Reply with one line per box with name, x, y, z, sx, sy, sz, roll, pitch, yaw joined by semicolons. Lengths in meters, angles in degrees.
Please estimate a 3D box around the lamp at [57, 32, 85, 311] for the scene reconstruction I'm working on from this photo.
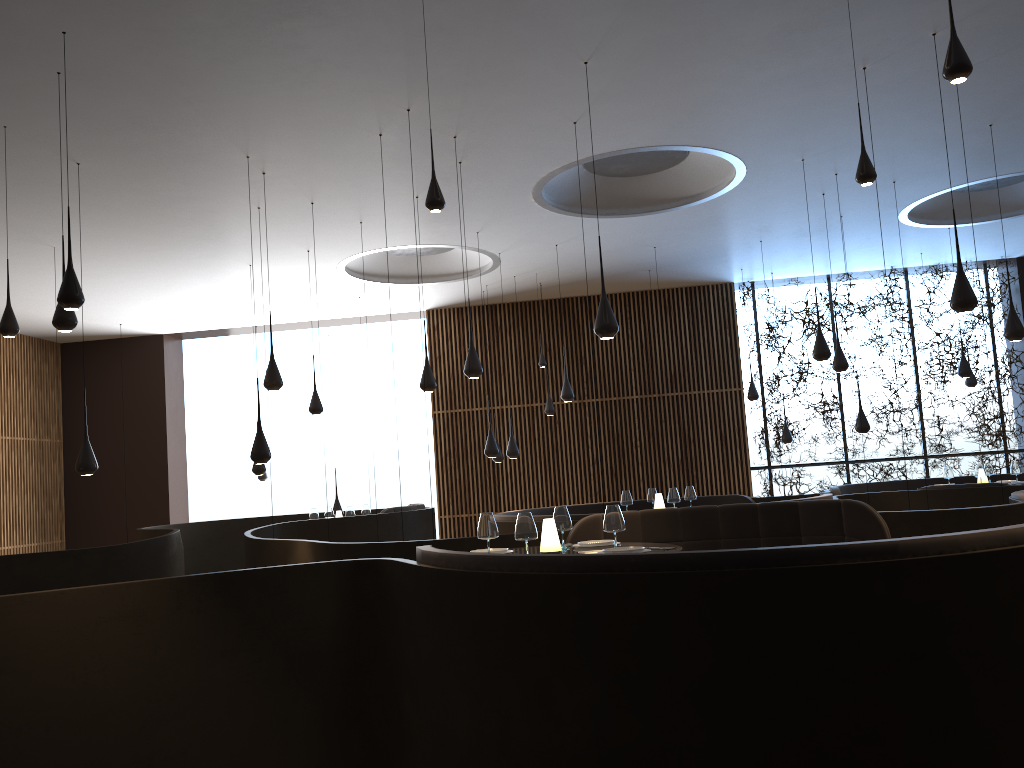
lamp;-2.356;-1.139;4.699;0.133;1.505;0.133;-3;-5;-9

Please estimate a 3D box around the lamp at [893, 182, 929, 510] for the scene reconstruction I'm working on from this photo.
lamp;4.817;0.680;10.428;0.196;6.262;0.196;-8;-6;41

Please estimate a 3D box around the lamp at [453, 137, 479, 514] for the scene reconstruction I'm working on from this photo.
lamp;-0.331;0.775;8.140;0.196;6.262;0.196;-7;-6;31

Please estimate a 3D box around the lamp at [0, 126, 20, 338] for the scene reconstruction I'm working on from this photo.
lamp;-3.522;-1.069;6.185;0.132;1.496;0.132;-5;-5;11

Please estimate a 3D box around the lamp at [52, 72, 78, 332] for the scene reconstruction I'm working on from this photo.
lamp;-2.950;-1.203;5.812;0.153;1.733;0.153;-1;-5;-28

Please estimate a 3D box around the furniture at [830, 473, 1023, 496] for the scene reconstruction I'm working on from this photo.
furniture;6.438;1.801;11.992;3.789;1.045;3.894;-2;-6;-17

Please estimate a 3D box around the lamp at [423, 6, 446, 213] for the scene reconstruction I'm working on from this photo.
lamp;-0.544;-1.866;5.802;0.133;1.505;0.133;-4;-5;1

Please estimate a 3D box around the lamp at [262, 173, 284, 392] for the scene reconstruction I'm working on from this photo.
lamp;-2.445;-1.033;8.909;0.196;2.219;0.196;-8;-6;41

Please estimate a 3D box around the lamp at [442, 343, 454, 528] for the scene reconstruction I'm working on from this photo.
lamp;-1.022;2.282;15.334;0.196;6.262;0.196;-2;-5;-19

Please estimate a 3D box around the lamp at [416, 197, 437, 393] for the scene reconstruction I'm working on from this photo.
lamp;-1.003;-1.014;9.966;0.196;2.219;0.196;-5;-5;11

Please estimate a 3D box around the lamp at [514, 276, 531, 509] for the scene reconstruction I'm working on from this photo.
lamp;0.254;1.381;14.008;0.196;6.262;0.196;-7;-6;34

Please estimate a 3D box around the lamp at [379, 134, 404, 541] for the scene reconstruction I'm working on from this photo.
lamp;-1.011;0.802;7.973;0.196;6.262;0.196;-3;-5;-9

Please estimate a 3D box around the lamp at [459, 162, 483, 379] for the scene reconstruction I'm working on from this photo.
lamp;-0.456;-1.162;8.984;0.196;2.219;0.196;-4;-5;1

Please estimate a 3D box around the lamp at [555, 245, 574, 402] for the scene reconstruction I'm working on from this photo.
lamp;0.704;-0.857;12.437;0.196;2.219;0.196;-4;-5;1

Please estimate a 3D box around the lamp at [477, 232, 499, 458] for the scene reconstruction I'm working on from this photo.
lamp;-0.353;-0.521;11.527;0.196;2.955;0.196;-1;-5;-28

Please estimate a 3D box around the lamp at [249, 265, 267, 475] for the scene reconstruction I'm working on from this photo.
lamp;-3.595;-0.208;12.392;0.196;2.955;0.196;-8;-6;41

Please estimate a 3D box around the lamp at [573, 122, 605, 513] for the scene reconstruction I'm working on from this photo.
lamp;0.796;0.683;7.995;0.196;6.262;0.196;-8;-6;41

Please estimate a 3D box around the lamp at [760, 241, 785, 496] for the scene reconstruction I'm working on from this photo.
lamp;3.890;1.008;12.841;0.196;6.262;0.196;0;-6;-39

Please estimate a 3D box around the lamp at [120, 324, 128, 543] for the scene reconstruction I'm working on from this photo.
lamp;-5.255;2.279;12.121;0.196;6.262;0.196;-6;-5;21

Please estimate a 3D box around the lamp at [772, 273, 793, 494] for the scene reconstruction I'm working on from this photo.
lamp;4.711;1.199;15.075;0.196;6.262;0.196;-7;-6;31

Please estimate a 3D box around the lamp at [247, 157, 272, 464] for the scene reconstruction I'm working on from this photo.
lamp;-2.448;-0.721;8.428;0.196;2.955;0.196;-5;-5;11

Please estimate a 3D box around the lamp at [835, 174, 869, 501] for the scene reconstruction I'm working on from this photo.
lamp;3.958;0.690;9.991;0.196;6.262;0.196;-8;-6;41

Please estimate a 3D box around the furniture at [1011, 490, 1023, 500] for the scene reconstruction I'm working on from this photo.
furniture;5.092;1.446;7.855;2.531;1.045;0.902;2;-8;-42

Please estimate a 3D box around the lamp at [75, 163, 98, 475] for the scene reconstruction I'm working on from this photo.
lamp;-4.026;-0.627;8.312;0.196;2.955;0.196;-8;-6;41

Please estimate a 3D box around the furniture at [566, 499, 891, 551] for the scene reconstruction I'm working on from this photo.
furniture;1.670;1.500;6.981;2.532;1.058;0.933;-5;-6;12

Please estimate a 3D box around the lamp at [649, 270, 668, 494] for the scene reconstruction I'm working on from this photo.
lamp;2.461;1.259;14.247;0.196;6.262;0.196;-2;-5;-19

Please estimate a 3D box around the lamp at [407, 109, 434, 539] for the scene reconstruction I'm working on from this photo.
lamp;-0.693;0.726;7.472;0.196;6.262;0.196;-3;-5;-9

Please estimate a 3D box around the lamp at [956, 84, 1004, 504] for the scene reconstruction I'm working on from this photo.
lamp;4.072;0.404;7.460;0.196;6.262;0.196;-8;-6;41

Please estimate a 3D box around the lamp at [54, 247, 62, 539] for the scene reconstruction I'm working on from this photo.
lamp;-5.510;1.120;10.812;0.196;6.262;0.196;-6;-5;21

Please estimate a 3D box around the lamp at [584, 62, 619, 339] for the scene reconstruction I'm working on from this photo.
lamp;0.664;-1.458;6.979;0.196;2.219;0.196;0;-6;-39

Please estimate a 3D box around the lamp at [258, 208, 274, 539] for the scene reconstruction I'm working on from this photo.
lamp;-2.665;1.115;9.811;0.196;6.262;0.196;-8;-6;41

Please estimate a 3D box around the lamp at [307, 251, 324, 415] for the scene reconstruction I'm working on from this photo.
lamp;-2.677;-0.690;11.885;0.196;2.219;0.196;-8;-6;41

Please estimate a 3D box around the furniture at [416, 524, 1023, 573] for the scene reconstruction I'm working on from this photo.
furniture;1.314;1.300;4.616;3.934;1.045;1.985;-4;-6;3

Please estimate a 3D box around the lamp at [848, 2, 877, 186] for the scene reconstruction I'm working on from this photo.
lamp;2.269;-2.052;5.856;0.133;1.505;0.133;-4;-5;1

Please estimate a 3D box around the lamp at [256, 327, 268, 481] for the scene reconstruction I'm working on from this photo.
lamp;-4.807;0.369;16.895;0.196;2.955;0.196;-7;-6;31

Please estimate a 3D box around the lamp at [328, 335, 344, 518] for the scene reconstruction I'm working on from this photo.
lamp;-2.862;0.676;14.189;0.196;2.955;0.196;0;-6;-39

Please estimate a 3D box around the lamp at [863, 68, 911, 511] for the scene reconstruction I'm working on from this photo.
lamp;3.195;0.440;7.250;0.196;6.262;0.196;-8;-6;41

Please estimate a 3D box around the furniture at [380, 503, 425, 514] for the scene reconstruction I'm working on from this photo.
furniture;-1.718;2.343;13.178;0.931;1.058;2.537;-4;-6;2

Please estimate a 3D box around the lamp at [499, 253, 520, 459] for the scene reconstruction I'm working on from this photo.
lamp;-0.080;-0.414;12.664;0.196;2.955;0.196;0;-6;-38

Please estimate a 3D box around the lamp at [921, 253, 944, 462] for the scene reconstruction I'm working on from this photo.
lamp;6.949;0.967;14.335;0.196;6.262;0.196;-7;-6;31

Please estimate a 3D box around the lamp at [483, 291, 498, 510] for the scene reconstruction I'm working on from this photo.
lamp;-0.281;1.524;14.983;0.196;6.262;0.196;-5;-5;14

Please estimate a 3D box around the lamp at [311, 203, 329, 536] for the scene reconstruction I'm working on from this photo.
lamp;-2.050;1.070;9.772;0.196;6.262;0.196;-5;-5;11

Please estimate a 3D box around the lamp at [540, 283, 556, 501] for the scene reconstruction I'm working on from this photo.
lamp;0.684;1.419;14.621;0.196;6.262;0.196;-5;-5;14

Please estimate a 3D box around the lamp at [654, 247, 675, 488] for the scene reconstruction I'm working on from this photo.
lamp;2.309;1.106;12.768;0.196;6.262;0.196;0;-6;-39

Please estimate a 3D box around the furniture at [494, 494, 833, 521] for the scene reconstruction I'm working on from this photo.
furniture;1.717;1.967;10.394;3.788;1.116;3.891;-2;-6;-19

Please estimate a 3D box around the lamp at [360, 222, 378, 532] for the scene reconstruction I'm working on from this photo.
lamp;-1.642;1.135;10.616;0.196;6.262;0.196;-5;-5;11

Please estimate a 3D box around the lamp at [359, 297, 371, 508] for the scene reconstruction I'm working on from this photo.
lamp;-2.381;1.644;14.791;0.196;6.262;0.196;-2;-5;-19
